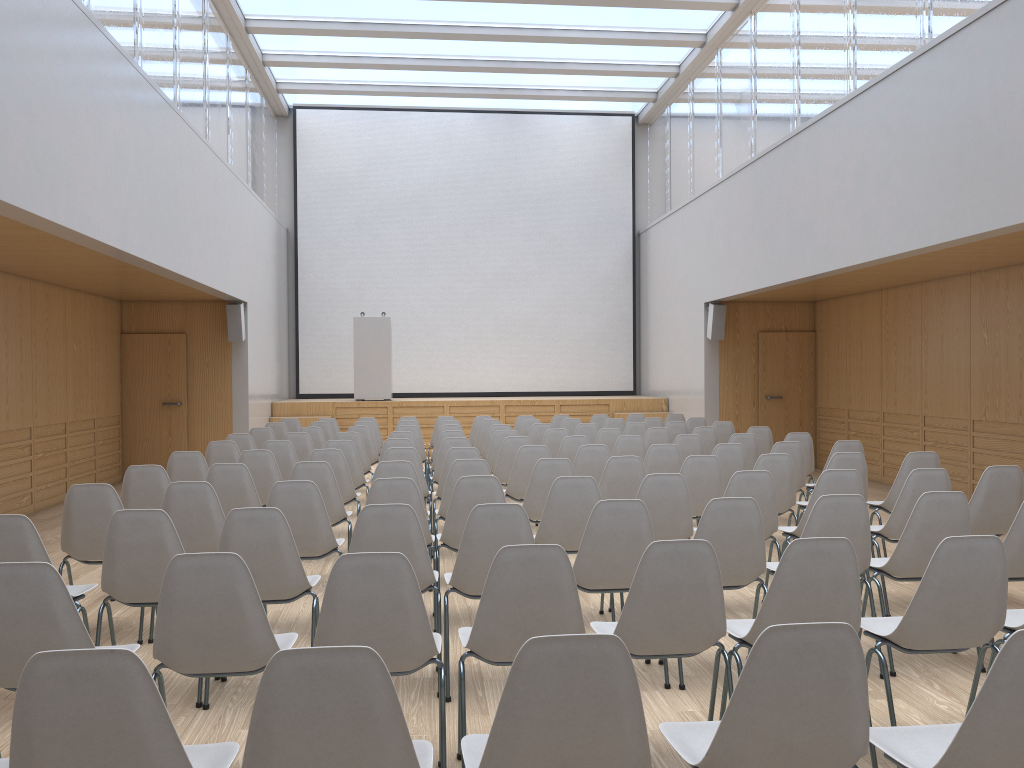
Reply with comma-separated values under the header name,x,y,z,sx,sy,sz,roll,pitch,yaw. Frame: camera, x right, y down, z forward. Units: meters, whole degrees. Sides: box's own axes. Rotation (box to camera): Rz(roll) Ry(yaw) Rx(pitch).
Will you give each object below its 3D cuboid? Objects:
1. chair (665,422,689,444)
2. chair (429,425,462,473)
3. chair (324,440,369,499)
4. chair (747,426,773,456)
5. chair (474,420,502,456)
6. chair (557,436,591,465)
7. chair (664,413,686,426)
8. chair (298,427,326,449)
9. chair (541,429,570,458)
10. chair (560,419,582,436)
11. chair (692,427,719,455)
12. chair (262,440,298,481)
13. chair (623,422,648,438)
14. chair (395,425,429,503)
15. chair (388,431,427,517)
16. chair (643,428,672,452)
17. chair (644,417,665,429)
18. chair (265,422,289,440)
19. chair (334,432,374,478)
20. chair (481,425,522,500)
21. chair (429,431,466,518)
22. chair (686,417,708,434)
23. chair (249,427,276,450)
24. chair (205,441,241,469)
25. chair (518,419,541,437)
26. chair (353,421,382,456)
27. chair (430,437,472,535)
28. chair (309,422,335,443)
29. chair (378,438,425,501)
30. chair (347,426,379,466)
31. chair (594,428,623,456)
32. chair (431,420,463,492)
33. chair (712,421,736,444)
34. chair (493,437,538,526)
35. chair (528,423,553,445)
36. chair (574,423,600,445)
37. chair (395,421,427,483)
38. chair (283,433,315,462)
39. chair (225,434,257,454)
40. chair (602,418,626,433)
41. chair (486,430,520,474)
name,x,y,z,sx,sy,sz,roll,pitch,yaw
chair,1.867,0.867,10.434,0.479,0.876,0.505,-1,1,-6
chair,-0.714,0.890,10.138,0.479,0.876,0.505,-1,1,-6
chair,-1.520,0.922,7.962,0.479,0.876,0.505,-1,1,-6
chair,2.539,0.874,9.429,0.479,0.876,0.505,-1,1,-6
chair,-0.282,0.874,11.188,0.479,0.876,0.505,-1,1,-6
chair,0.558,0.903,8.259,0.479,0.876,0.505,-1,1,-6
chair,2.229,0.840,12.453,0.479,0.876,0.505,-1,1,-6
chair,-2.223,0.903,9.942,0.479,0.876,0.505,-1,1,-6
chair,0.441,0.892,9.281,0.479,0.876,0.505,-1,1,-6
chair,0.727,0.865,11.293,0.479,0.876,0.505,-1,1,-6
chair,1.976,0.878,9.440,0.479,0.876,0.505,-1,1,-6
chair,-2.066,0.926,7.988,0.479,0.876,0.505,-1,1,-6
chair,1.399,0.872,10.357,0.479,0.876,0.505,-1,1,-6
chair,-1.184,0.894,10.070,0.479,0.876,0.505,-1,1,-6
chair,-1.118,0.906,9.051,0.479,0.876,0.505,-1,1,-6
chair,1.474,0.883,9.340,0.479,0.876,0.505,-1,1,-6
chair,1.762,0.856,11.418,0.479,0.876,0.505,-1,1,-6
chair,-2.874,0.896,10.948,0.479,0.876,0.505,-1,1,-6
chair,-1.645,0.910,9.037,0.479,0.876,0.505,-1,1,-6
chair,-0.148,0.886,10.115,0.479,0.876,0.505,-1,1,-6
chair,-0.617,0.901,9.123,0.479,0.876,0.505,-1,1,-6
chair,2.303,0.852,11.415,0.479,0.876,0.505,-1,1,-6
chair,-2.767,0.908,9.944,0.479,0.876,0.505,-1,1,-6
chair,-2.543,0.929,7.967,0.479,0.876,0.505,-1,1,-6
chair,0.219,0.869,11.268,0.479,0.876,0.505,-1,1,-6
chair,-1.816,0.888,10.989,0.479,0.876,0.505,-1,1,-6
chair,-0.522,0.912,8.176,0.479,0.876,0.505,-1,1,-6
chair,-2.345,0.892,10.975,0.479,0.876,0.505,-1,1,-6
chair,-1.032,0.917,8.095,0.479,0.876,0.505,-1,1,-6
chair,-1.715,0.898,10.063,0.479,0.876,0.505,-1,1,-6
chair,0.981,0.887,9.308,0.479,0.876,0.505,-1,1,-6
chair,-0.775,0.879,11.097,0.479,0.876,0.505,-1,1,-6
chair,2.410,0.863,10.461,0.479,0.876,0.505,-1,1,-6
chair,0.023,0.907,8.222,0.479,0.876,0.505,-1,1,-6
chair,0.317,0.881,10.263,0.479,0.876,0.505,-1,1,-6
chair,0.832,0.877,10.258,0.479,0.876,0.505,-1,1,-6
chair,-1.303,0.883,11.101,0.479,0.876,0.505,-1,1,-6
chair,-2.144,0.914,9.004,0.479,0.876,0.505,-1,1,-6
chair,-2.680,0.919,8.889,0.479,0.876,0.505,-1,1,-6
chair,1.261,0.861,11.307,0.479,0.876,0.505,-1,1,-6
chair,-0.079,0.897,9.158,0.479,0.876,0.505,-1,1,-6
